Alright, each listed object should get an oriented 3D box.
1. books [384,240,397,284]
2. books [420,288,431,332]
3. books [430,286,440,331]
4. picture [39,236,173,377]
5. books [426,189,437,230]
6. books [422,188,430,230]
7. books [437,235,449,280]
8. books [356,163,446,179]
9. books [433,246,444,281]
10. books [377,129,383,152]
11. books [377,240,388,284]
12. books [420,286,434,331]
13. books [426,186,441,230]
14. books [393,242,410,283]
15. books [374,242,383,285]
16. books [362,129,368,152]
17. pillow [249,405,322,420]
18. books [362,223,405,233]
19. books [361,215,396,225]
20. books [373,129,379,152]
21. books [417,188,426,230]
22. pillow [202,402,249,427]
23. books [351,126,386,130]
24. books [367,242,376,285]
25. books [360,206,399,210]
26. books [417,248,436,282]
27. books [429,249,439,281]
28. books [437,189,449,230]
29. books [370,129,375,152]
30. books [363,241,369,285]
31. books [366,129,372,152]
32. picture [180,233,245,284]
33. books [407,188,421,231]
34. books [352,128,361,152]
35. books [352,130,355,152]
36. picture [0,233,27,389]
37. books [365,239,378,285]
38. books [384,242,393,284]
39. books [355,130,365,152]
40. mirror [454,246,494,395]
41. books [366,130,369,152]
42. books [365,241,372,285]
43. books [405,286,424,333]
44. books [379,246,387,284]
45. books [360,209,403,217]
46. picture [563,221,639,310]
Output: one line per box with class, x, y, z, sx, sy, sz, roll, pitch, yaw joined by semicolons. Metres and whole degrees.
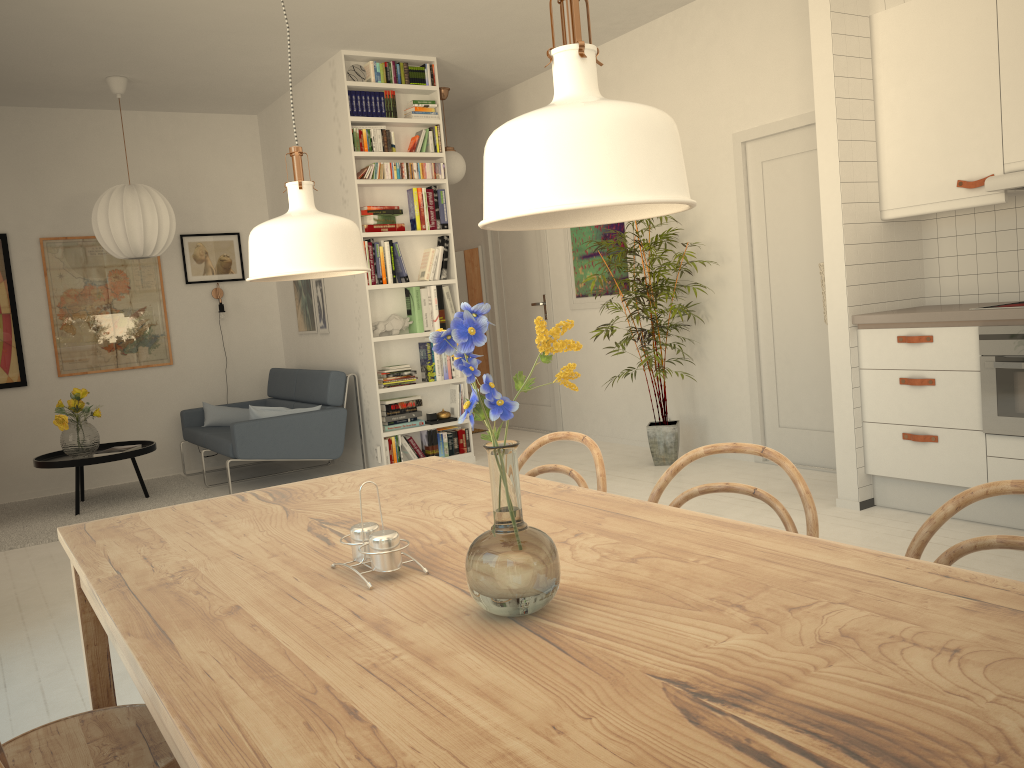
books;-0.867;-0.849;6.208;0.033;0.306;0.150;-8;6;-32
books;-0.665;-0.523;6.365;0.065;0.311;0.200;-8;6;-32
books;-0.604;-0.542;6.408;0.037;0.324;0.240;-8;6;-32
picture;-3.143;-0.626;6.913;0.838;1.052;0.012;-8;6;-32
books;-0.616;-1.240;6.372;0.059;0.291;0.182;-8;6;-32
books;-0.657;-1.239;6.354;0.029;0.301;0.185;-8;6;-32
books;-0.521;-0.910;6.441;0.092;0.318;0.179;-8;6;-32
books;-0.827;-1.476;6.240;0.665;0.110;0.278;-9;6;-32
books;-0.566;-0.866;6.423;0.092;0.244;0.196;-8;6;-32
books;-0.956;-1.663;6.145;0.035;0.158;0.200;-8;6;-32
books;-0.928;-0.840;6.195;0.020;0.304;0.193;-8;6;-32
books;-0.639;-0.537;6.403;0.023;0.321;0.235;-8;6;-32
books;-0.578;-1.258;6.396;0.039;0.317;0.161;-8;6;-32
books;-0.818;-0.850;6.253;0.093;0.288;0.200;-8;6;-32
books;-0.963;-0.829;6.161;0.030;0.289;0.200;-8;6;-32
books;-1.043;-1.649;6.080;0.023;0.152;0.199;-8;6;-32
pillow;-1.562;0.280;6.063;0.534;0.353;0.141;-8;6;-32
books;-0.925;-1.074;6.177;0.301;0.056;0.202;-9;6;-32
books;-0.936;-1.133;6.178;0.128;0.064;0.269;-2;6;28
books;-0.987;-1.662;6.134;0.028;0.159;0.222;-8;6;-32
books;-0.687;-1.236;6.341;0.039;0.301;0.199;-8;6;-32
pillow;-2.239;0.251;7.145;0.540;0.277;0.157;-8;6;-30
books;-1.017;-1.747;6.110;0.255;0.022;0.189;-7;6;-22
books;-1.008;-0.823;6.135;0.032;0.291;0.203;-8;6;-32
books;-0.951;-1.212;6.172;0.266;0.026;0.203;-10;7;-42
books;-0.616;-0.851;6.356;0.115;0.232;0.133;-8;6;-32
books;-0.590;-0.853;6.381;0.106;0.225;0.138;-8;6;-32
books;-0.536;-1.250;6.421;0.054;0.289;0.179;-8;6;-32
books;-0.996;-1.656;6.109;0.012;0.155;0.208;-8;6;-32
books;-1.051;-0.823;6.124;0.021;0.301;0.222;-8;6;-32
books;-1.020;-1.656;6.113;0.024;0.155;0.188;-8;6;-32
picture;-2.470;-1.040;7.325;0.482;0.402;0.015;-8;6;-32
books;-0.720;-1.234;6.328;0.032;0.300;0.200;-8;6;-32
books;-1.093;-1.644;6.050;0.034;0.162;0.197;-8;6;-32
books;-1.129;-1.640;6.057;0.019;0.156;0.205;-8;6;-32
picture;-3.998;-0.497;6.372;0.779;1.133;0.018;-8;6;-32
books;-0.987;-0.839;6.148;0.021;0.317;0.179;-8;6;-32
books;-0.898;-0.839;6.198;0.032;0.290;0.189;-8;6;-32
books;-1.068;-1.644;6.070;0.030;0.149;0.202;-8;6;-32
mirror;-0.362;-0.583;8.308;0.029;1.369;0.500;-8;6;-32
books;-1.035;-1.651;6.102;0.013;0.149;0.208;-8;6;-32
books;-1.033;-0.825;6.128;0.015;0.300;0.207;-8;6;-32
books;-0.715;-0.525;6.329;0.056;0.328;0.229;-8;6;-32
books;-0.936;-0.816;6.171;0.024;0.260;0.199;-8;6;-32
books;-0.946;-1.184;6.186;0.314;0.035;0.205;-9;6;-32
picture;0.643;-1.008;6.627;0.012;0.876;0.822;-8;6;-32
